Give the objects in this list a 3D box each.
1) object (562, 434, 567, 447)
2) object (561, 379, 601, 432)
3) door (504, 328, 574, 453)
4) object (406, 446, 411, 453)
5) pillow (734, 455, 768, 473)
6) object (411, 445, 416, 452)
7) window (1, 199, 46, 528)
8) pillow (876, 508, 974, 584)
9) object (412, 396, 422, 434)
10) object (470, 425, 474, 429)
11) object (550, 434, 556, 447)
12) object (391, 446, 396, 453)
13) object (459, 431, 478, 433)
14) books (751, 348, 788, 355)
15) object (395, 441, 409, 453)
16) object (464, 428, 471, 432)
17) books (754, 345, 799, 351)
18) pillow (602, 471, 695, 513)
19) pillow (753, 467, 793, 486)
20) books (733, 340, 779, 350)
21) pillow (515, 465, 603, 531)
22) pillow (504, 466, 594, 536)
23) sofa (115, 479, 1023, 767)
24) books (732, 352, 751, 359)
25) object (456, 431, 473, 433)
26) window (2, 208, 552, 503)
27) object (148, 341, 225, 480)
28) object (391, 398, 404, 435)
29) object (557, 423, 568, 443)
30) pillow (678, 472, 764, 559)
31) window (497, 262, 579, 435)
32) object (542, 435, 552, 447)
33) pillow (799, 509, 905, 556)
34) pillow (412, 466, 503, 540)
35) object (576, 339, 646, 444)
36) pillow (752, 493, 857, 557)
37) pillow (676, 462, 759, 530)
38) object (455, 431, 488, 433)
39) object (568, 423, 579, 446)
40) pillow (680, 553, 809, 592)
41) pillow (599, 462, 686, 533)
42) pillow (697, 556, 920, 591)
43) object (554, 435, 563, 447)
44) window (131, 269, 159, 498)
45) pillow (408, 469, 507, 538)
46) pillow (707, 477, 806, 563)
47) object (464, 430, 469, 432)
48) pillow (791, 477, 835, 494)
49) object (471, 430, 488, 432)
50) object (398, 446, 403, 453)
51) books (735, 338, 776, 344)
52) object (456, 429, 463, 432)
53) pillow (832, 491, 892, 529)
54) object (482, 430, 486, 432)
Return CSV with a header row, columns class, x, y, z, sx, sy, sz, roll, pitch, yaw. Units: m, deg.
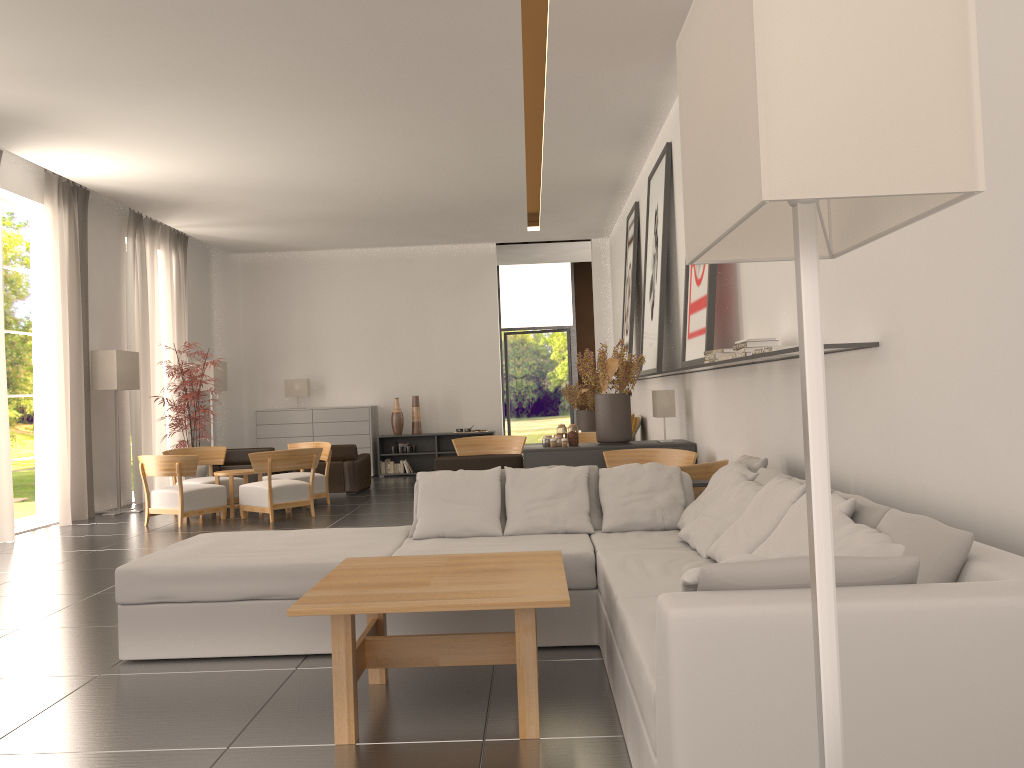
class,x,y,z,sx,sy,sz,roll,pitch,yaw
object,0.747,0.804,12.641,0.080,0.187,0.080,-3,-2,11
object,1.818,0.610,22.364,0.927,1.554,1.586,-3,-2,30
door,0.943,0.260,30.969,2.377,4.271,0.100,-3,-2,16
object,-2.734,1.734,23.471,0.136,0.179,0.135,-1,-2,-28
pillow,1.878,0.956,7.780,0.643,0.658,0.883,-2,-1,1
object,-2.620,1.733,23.675,0.135,0.179,0.136,-2,-1,7
window,-8.844,-0.362,15.267,0.110,5.754,2.642,-2,-2,1
pillow,1.775,0.936,4.265,0.549,0.581,0.918,-2,-1,1
object,-2.565,0.829,23.739,0.262,1.026,0.262,-2,-2,5
object,-1.135,1.185,23.848,0.261,0.152,0.086,-2,-2,-31
object,0.588,0.811,12.721,0.076,0.187,0.076,-3,-2,18
object,-3.141,1.751,23.527,0.135,0.179,0.136,-2,-1,2
object,-1.153,1.266,23.436,0.515,0.015,0.014,-2,-1,0
books,2.182,-0.263,7.159,0.337,0.034,0.516,-2,-1,-4
object,-2.933,1.679,23.659,0.413,0.310,0.142,-3,-2,16
object,-1.181,1.237,23.817,0.188,0.082,0.188,-2,-1,16
books,2.191,-0.289,7.152,0.337,0.018,0.432,-2,-1,-4
pillow,1.270,1.077,8.235,0.918,0.511,0.615,-2,-1,3
pillow,1.836,0.969,6.925,0.549,0.581,0.918,-2,-1,1
books,2.148,-0.341,7.830,0.284,0.053,0.484,-2,-1,1
pillow,0.394,1.071,8.237,0.919,0.592,0.557,-2,-1,1
pillow,0.325,1.054,8.102,0.801,0.596,0.595,-2,-1,2
sofa,-0.424,1.485,5.993,5.525,1.205,5.602,-2,-1,1
books,2.162,-0.256,7.837,0.316,0.040,0.503,-2,-1,1
object,-1.220,1.269,23.476,0.515,0.015,0.014,-2,-1,-7
window,2.397,-3.255,24.774,99.116,20.594,48.601,-2,-1,1
object,-6.757,0.814,18.493,1.490,3.400,1.769,-2,-2,-14
object,-3.042,0.861,23.528,0.326,0.993,0.327,-3,-2,25
object,0.735,0.741,13.018,0.157,0.325,0.157,-2,-2,-7
pillow,1.650,1.002,6.829,0.590,0.562,0.802,-2,-1,-3
window,-2.913,-1.151,30.793,10.308,7.386,0.100,-2,-2,1
object,0.516,0.832,12.939,0.157,0.158,0.157,-2,-1,-26
pillow,1.596,0.973,4.506,0.590,0.562,0.802,-2,-1,-3
pillow,-0.488,1.084,8.119,0.801,0.599,0.585,-2,-1,1
object,1.673,0.091,13.022,1.421,1.554,1.436,-3,-1,14
pillow,1.655,0.934,5.219,0.585,0.599,0.801,-2,-1,1
pillow,1.711,0.981,7.492,0.587,0.596,0.818,-2,-1,2
object,-1.082,1.275,23.622,0.893,0.003,0.671,-2,-1,4
object,0.891,0.733,12.904,0.157,0.325,0.157,-4,-2,38
pillow,1.082,0.973,3.795,0.797,0.581,0.625,-2,-1,0
pillow,1.190,1.027,8.091,0.797,0.581,0.625,-2,-1,2
pillow,1.176,0.968,3.694,0.919,0.581,0.549,-2,-1,0
object,0.672,0.824,12.824,0.157,0.158,0.157,-2,-1,-26
window,-8.722,-0.296,20.550,0.110,5.754,2.642,-2,-2,1
pillow,-0.481,1.106,8.259,0.919,0.577,0.549,-2,-1,1
pillow,1.674,0.945,6.033,0.585,0.599,0.801,-2,-1,1
object,-1.278,1.250,23.568,0.292,0.058,0.086,-2,-1,-12
pillow,1.816,0.958,6.029,0.549,0.581,0.918,-2,-1,1
object,-0.861,1.247,23.651,0.293,0.034,0.405,-2,-1,-41
object,-2.942,1.742,23.448,0.135,0.179,0.136,-2,-1,2
books,2.152,-0.378,7.846,0.256,0.023,0.434,-2,-1,1
object,-1.405,1.246,23.826,0.188,0.082,0.188,-1,-1,-38
pillow,1.795,0.947,5.139,0.549,0.581,0.918,-2,-1,1
object,-0.730,1.236,23.421,0.112,0.040,0.034,-2,-1,-10
